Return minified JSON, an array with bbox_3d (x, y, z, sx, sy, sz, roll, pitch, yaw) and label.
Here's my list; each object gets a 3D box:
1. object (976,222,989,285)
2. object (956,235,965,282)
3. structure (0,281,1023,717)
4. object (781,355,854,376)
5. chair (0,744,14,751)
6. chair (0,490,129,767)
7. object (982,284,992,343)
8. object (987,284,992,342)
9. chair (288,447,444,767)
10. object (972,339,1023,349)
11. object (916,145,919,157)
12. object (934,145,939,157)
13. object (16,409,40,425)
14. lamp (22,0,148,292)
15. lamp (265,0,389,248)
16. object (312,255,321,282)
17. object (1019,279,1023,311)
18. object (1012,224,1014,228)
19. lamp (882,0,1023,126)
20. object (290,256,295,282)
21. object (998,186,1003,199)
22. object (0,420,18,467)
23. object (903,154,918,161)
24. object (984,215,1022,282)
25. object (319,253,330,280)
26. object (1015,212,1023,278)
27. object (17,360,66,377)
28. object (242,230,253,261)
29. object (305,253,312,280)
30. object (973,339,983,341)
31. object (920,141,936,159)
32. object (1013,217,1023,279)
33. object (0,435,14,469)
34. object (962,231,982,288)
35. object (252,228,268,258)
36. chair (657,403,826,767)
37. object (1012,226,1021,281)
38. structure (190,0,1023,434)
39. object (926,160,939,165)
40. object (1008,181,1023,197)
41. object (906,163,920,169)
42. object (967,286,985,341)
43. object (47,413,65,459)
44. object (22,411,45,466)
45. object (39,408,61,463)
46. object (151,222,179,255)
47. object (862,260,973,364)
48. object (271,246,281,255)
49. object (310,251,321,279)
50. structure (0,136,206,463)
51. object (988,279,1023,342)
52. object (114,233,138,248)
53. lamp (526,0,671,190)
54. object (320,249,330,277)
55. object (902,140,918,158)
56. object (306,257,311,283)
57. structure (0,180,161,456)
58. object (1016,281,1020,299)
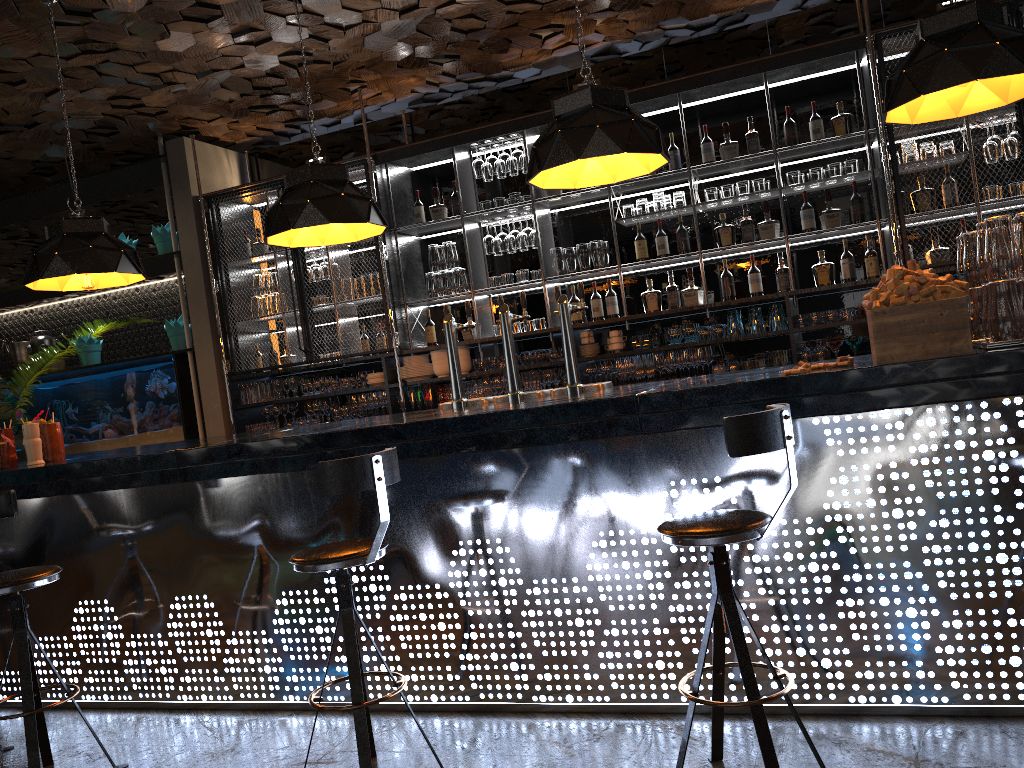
[{"bbox_3d":[1.633,-0.448,3.013,0.105,0.209,0.105,-8,1,-44],"label":"object"},{"bbox_3d":[1.777,-0.473,3.436,0.105,0.209,0.105,-8,1,-44],"label":"object"},{"bbox_3d":[-0.247,0.442,3.981,6.009,1.685,1.214,-7,1,21],"label":"structure"},{"bbox_3d":[1.058,-0.062,3.090,0.377,0.045,0.198,-8,1,-31],"label":"object"},{"bbox_3d":[-2.489,1.043,3.672,0.476,1.108,0.419,-7,1,21],"label":"chair"},{"bbox_3d":[-1.839,0.960,3.298,0.476,1.108,0.419,-7,1,21],"label":"chair"},{"bbox_3d":[1.682,-0.245,3.069,0.105,0.209,0.105,-8,1,-44],"label":"object"},{"bbox_3d":[1.641,-0.238,2.957,0.105,0.209,0.105,-8,1,-44],"label":"object"},{"bbox_3d":[-0.514,0.784,2.903,0.476,1.108,0.419,-7,1,36],"label":"chair"},{"bbox_3d":[1.707,-0.149,2.963,0.273,0.019,0.437,-7,1,21],"label":"object"},{"bbox_3d":[2.577,-1.496,5.727,0.089,0.092,0.089,-8,1,5],"label":"object"},{"bbox_3d":[2.702,-1.484,5.722,0.089,0.092,0.089,-8,1,6],"label":"object"},{"bbox_3d":[-2.556,0.272,4.716,0.105,0.298,0.116,-8,1,-38],"label":"object"},{"bbox_3d":[-2.334,-1.287,4.650,0.582,1.606,0.607,-7,1,21],"label":"lamp"},{"bbox_3d":[-1.001,-1.490,4.277,0.582,1.564,0.607,-7,1,21],"label":"lamp"},{"bbox_3d":[-1.620,-0.955,7.316,0.081,0.213,0.081,-7,1,26],"label":"object"},{"bbox_3d":[1.794,-0.260,3.038,0.105,0.209,0.105,-8,1,-44],"label":"object"},{"bbox_3d":[3.080,-0.874,5.411,0.105,0.209,0.105,-8,1,6],"label":"object"},{"bbox_3d":[1.590,-1.831,3.297,0.582,1.564,0.607,-7,1,21],"label":"lamp"},{"bbox_3d":[-1.759,-0.935,7.215,0.081,0.213,0.081,-7,1,26],"label":"object"},{"bbox_3d":[3.013,-1.176,5.531,0.089,0.092,0.089,-8,1,-13],"label":"object"},{"bbox_3d":[-2.662,0.314,4.671,0.078,0.246,0.084,-8,1,19],"label":"object"},{"bbox_3d":[2.511,-1.459,5.600,0.089,0.092,0.089,-8,1,-44],"label":"object"},{"bbox_3d":[1.601,-0.442,2.901,0.105,0.209,0.105,-8,1,-44],"label":"object"},{"bbox_3d":[-1.539,-0.966,7.285,0.081,0.213,0.081,-7,1,26],"label":"object"},{"bbox_3d":[1.687,-0.454,2.873,0.105,0.209,0.105,-8,1,-44],"label":"object"},{"bbox_3d":[-4.408,-0.137,8.317,0.320,0.135,0.250,-7,1,21],"label":"object"},{"bbox_3d":[-2.236,-1.170,7.491,0.075,0.260,0.075,-8,1,-21],"label":"object"},{"bbox_3d":[-1.670,-0.947,7.181,0.081,0.213,0.081,-7,1,26],"label":"object"},{"bbox_3d":[1.851,-0.174,3.387,0.273,0.019,0.437,-7,1,21],"label":"object"},{"bbox_3d":[2.617,-1.471,5.586,0.089,0.092,0.089,-8,1,-44],"label":"object"},{"bbox_3d":[1.739,-0.462,2.979,0.105,0.209,0.105,-8,1,-44],"label":"object"},{"bbox_3d":[-2.591,0.334,4.489,0.110,0.191,0.131,-7,1,33],"label":"object"},{"bbox_3d":[1.745,-0.467,3.324,0.105,0.209,0.105,-8,1,-44],"label":"object"},{"bbox_3d":[-2.104,-1.177,7.400,0.108,0.244,0.108,-8,1,9],"label":"object"},{"bbox_3d":[0.633,0.632,2.520,0.476,1.108,0.419,-7,1,36],"label":"chair"},{"bbox_3d":[1.831,-0.479,3.296,0.105,0.209,0.105,-8,1,-44],"label":"object"},{"bbox_3d":[0.764,-0.666,6.182,6.750,3.553,1.143,-7,1,21],"label":"structure"},{"bbox_3d":[2.704,-1.464,5.722,0.089,0.092,0.089,-8,1,-19],"label":"object"},{"bbox_3d":[3.104,-1.188,5.450,0.089,0.092,0.089,-7,1,21],"label":"object"},{"bbox_3d":[2.584,-1.448,5.728,0.089,0.092,0.089,-7,1,44],"label":"object"},{"bbox_3d":[1.734,-0.255,3.277,0.105,0.209,0.105,-8,1,-44],"label":"object"},{"bbox_3d":[-2.427,0.277,4.697,0.080,0.254,0.091,-7,1,23],"label":"object"},{"bbox_3d":[-2.382,0.270,4.422,0.081,0.264,0.099,-7,1,41],"label":"object"},{"bbox_3d":[-2.388,0.262,4.559,0.091,0.277,0.080,-8,1,-37],"label":"object"},{"bbox_3d":[-2.971,-1.228,7.643,0.265,0.325,0.245,-8,1,14],"label":"object"},{"bbox_3d":[1.396,-0.262,3.055,0.340,0.332,0.464,-7,1,24],"label":"object"},{"bbox_3d":[-1.974,-1.205,7.366,0.075,0.261,0.075,-8,1,-21],"label":"object"},{"bbox_3d":[-1.589,-0.957,7.150,0.081,0.213,0.081,-7,1,26],"label":"object"},{"bbox_3d":[-4.474,-0.069,8.357,4.269,3.734,0.705,-7,1,21],"label":"structure"},{"bbox_3d":[1.590,-0.230,2.854,0.105,0.209,0.105,-8,1,-44],"label":"object"},{"bbox_3d":[-3.418,-1.169,7.816,0.244,0.325,0.255,-8,1,-42],"label":"object"},{"bbox_3d":[0.253,-1.653,3.675,0.582,1.564,0.607,-7,1,21],"label":"lamp"},{"bbox_3d":[-1.505,-0.968,7.118,0.081,0.213,0.081,-7,1,26],"label":"object"},{"bbox_3d":[2.507,-1.485,5.600,0.089,0.092,0.089,-8,1,-44],"label":"object"},{"bbox_3d":[-1.709,-0.943,7.349,0.081,0.213,0.081,-7,1,26],"label":"object"},{"bbox_3d":[-4.972,0.099,7.256,1.873,3.561,4.073,-7,1,22],"label":"structure"},{"bbox_3d":[1.841,-0.269,3.251,0.105,0.209,0.105,-8,1,-44],"label":"object"}]
